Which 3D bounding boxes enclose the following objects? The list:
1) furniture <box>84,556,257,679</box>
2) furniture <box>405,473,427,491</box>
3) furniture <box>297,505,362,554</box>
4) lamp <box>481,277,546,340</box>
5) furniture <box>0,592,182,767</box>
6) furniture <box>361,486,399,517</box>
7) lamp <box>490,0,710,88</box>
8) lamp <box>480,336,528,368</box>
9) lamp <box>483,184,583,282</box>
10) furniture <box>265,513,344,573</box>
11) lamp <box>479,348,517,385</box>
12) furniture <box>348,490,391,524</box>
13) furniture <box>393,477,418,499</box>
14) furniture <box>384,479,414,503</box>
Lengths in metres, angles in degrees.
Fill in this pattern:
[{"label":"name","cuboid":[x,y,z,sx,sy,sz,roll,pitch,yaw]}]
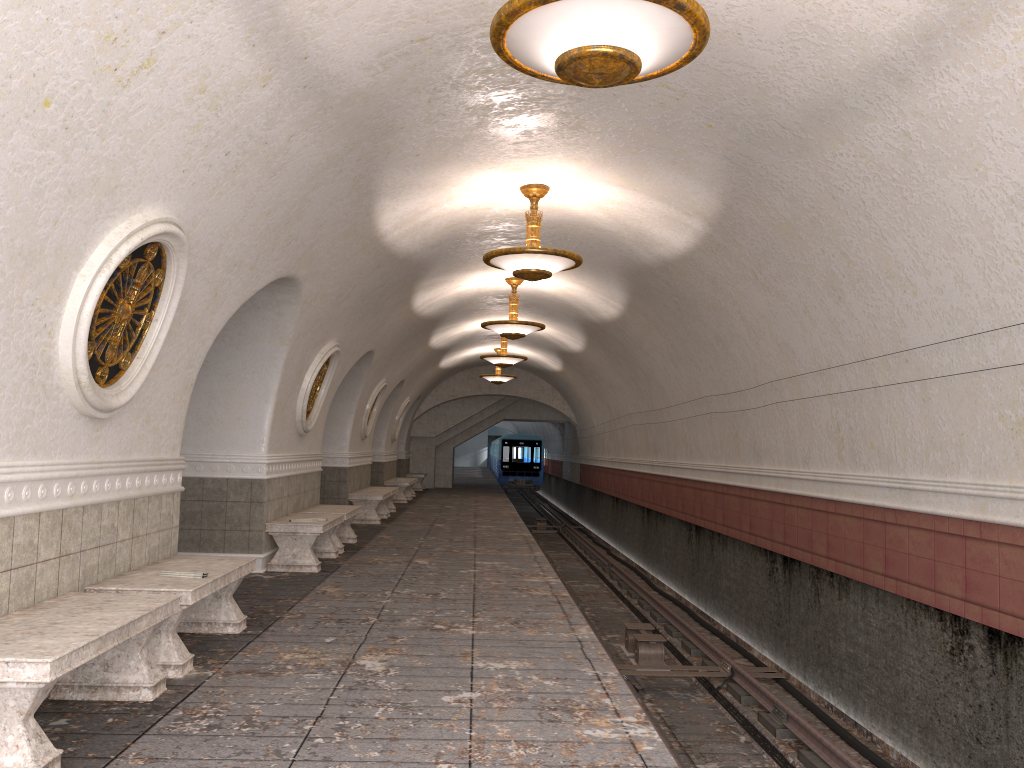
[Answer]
[{"label":"furniture","cuboid":[-2.168,1.473,5.784,0.613,0.508,1.509,2,-4,-2]},{"label":"furniture","cuboid":[-3.062,3.118,28.320,0.613,0.508,1.509,2,-4,-2]},{"label":"furniture","cuboid":[-2.406,1.910,11.772,0.613,0.508,1.509,2,-4,-2]},{"label":"lamp","cuboid":[0.025,-1.155,13.780,1.008,0.955,1.008,1,-4,14]},{"label":"furniture","cuboid":[-2.102,1.350,4.108,0.613,0.508,1.509,2,-4,-2]},{"label":"furniture","cuboid":[-2.644,2.348,17.773,0.613,0.508,1.509,2,-4,-2]},{"label":"lamp","cuboid":[0.408,-1.861,4.121,1.008,0.955,1.008,3,-4,-18]},{"label":"lamp","cuboid":[-0.166,-0.804,18.591,1.008,0.955,1.008,1,-4,14]},{"label":"lamp","cuboid":[0.216,-1.507,8.967,1.008,0.955,1.008,3,-4,-18]},{"label":"furniture","cuboid":[-2.339,1.788,10.097,0.613,0.508,1.509,2,-4,-2]},{"label":"lamp","cuboid":[-0.357,-0.453,23.405,1.008,0.955,1.008,-2,-6,44]},{"label":"furniture","cuboid":[-2.577,2.226,16.097,0.613,0.508,1.509,2,-4,-2]},{"label":"furniture","cuboid":[-2.880,2.782,23.715,0.613,0.508,1.509,2,-4,-2]},{"label":"furniture","cuboid":[-2.813,2.660,22.039,0.613,0.508,1.509,2,-4,-2]}]
